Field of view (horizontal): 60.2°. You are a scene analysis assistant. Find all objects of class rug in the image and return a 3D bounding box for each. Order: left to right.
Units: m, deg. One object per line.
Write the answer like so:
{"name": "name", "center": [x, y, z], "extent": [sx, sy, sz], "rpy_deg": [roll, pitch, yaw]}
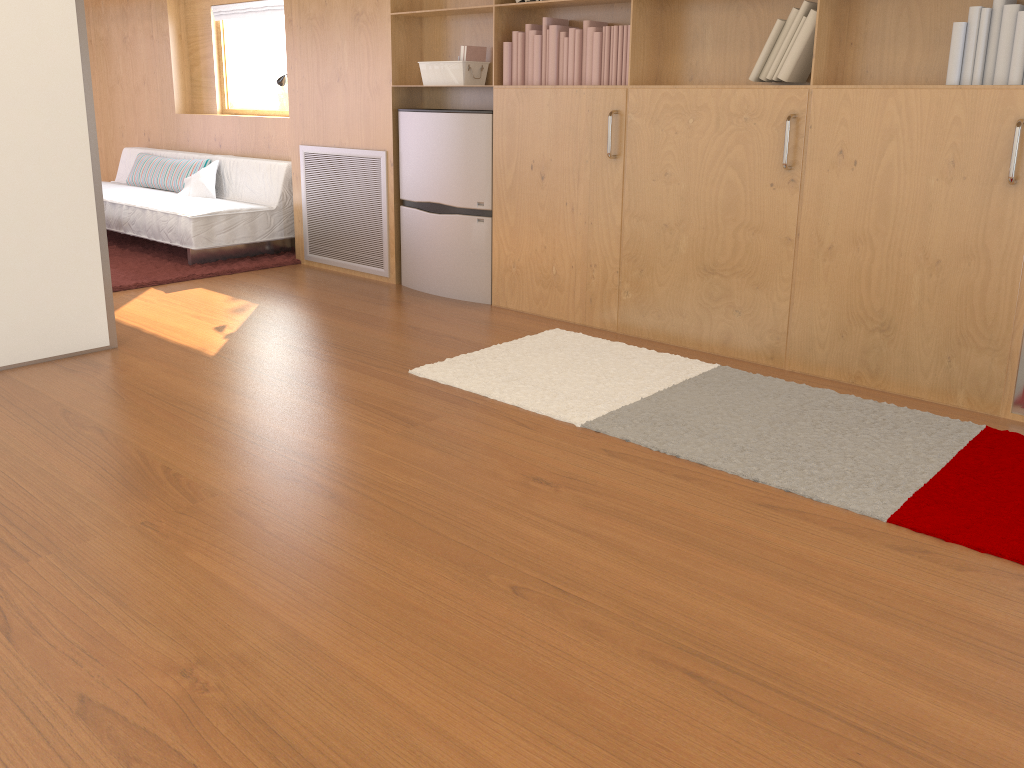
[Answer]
{"name": "rug", "center": [-2.733, -0.897, 6.016], "extent": [2.503, 0.020, 1.906], "rpy_deg": [16, 23, 39]}
{"name": "rug", "center": [1.285, 0.258, 2.598], "extent": [3.755, 0.011, 0.927], "rpy_deg": [16, 24, 40]}

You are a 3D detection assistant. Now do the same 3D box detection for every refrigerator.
{"name": "refrigerator", "center": [-0.315, -0.980, 4.793], "extent": [0.720, 0.969, 0.264], "rpy_deg": [14, 20, 40]}

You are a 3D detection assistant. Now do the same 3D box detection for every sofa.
{"name": "sofa", "center": [-2.507, -1.322, 6.343], "extent": [2.376, 0.617, 0.872], "rpy_deg": [16, 22, 40]}

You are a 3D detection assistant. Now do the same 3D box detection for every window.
{"name": "window", "center": [-1.649, -2.290, 6.229], "extent": [1.510, 0.776, 0.036], "rpy_deg": [16, 20, 40]}

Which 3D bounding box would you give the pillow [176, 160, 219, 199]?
{"name": "pillow", "center": [-2.180, -1.427, 6.155], "extent": [0.345, 0.247, 0.272], "rpy_deg": [2, 16, 5]}

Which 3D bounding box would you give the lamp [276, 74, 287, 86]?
{"name": "lamp", "center": [-1.422, -1.421, 5.753], "extent": [0.255, 1.175, 0.185], "rpy_deg": [5, 15, 17]}

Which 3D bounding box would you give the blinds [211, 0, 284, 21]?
{"name": "blinds", "center": [-1.680, -2.602, 6.111], "extent": [1.511, 0.109, 0.048], "rpy_deg": [16, 21, 40]}

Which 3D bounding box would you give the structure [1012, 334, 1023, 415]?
{"name": "structure", "center": [2.065, -0.358, 2.766], "extent": [0.732, 1.059, 0.319], "rpy_deg": [14, 20, 40]}

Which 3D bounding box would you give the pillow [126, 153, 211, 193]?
{"name": "pillow", "center": [-2.592, -1.578, 6.615], "extent": [1.051, 0.247, 0.173], "rpy_deg": [16, 22, 40]}

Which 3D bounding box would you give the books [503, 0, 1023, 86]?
{"name": "books", "center": [1.172, -1.458, 3.311], "extent": [3.137, 0.646, 0.190], "rpy_deg": [16, 21, 40]}

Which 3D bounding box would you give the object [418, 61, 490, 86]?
{"name": "object", "center": [-0.307, -1.630, 4.649], "extent": [0.353, 0.120, 0.205], "rpy_deg": [16, 23, 40]}

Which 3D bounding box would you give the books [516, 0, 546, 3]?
{"name": "books", "center": [0.096, -1.959, 4.211], "extent": [0.282, 0.291, 0.177], "rpy_deg": [15, 20, 40]}

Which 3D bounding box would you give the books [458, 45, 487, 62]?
{"name": "books", "center": [-0.212, -1.644, 4.561], "extent": [0.089, 0.189, 0.151], "rpy_deg": [13, 20, 40]}

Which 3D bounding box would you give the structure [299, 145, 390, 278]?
{"name": "structure", "center": [-1.012, -1.049, 5.298], "extent": [0.827, 0.708, 0.013], "rpy_deg": [15, 20, 40]}
